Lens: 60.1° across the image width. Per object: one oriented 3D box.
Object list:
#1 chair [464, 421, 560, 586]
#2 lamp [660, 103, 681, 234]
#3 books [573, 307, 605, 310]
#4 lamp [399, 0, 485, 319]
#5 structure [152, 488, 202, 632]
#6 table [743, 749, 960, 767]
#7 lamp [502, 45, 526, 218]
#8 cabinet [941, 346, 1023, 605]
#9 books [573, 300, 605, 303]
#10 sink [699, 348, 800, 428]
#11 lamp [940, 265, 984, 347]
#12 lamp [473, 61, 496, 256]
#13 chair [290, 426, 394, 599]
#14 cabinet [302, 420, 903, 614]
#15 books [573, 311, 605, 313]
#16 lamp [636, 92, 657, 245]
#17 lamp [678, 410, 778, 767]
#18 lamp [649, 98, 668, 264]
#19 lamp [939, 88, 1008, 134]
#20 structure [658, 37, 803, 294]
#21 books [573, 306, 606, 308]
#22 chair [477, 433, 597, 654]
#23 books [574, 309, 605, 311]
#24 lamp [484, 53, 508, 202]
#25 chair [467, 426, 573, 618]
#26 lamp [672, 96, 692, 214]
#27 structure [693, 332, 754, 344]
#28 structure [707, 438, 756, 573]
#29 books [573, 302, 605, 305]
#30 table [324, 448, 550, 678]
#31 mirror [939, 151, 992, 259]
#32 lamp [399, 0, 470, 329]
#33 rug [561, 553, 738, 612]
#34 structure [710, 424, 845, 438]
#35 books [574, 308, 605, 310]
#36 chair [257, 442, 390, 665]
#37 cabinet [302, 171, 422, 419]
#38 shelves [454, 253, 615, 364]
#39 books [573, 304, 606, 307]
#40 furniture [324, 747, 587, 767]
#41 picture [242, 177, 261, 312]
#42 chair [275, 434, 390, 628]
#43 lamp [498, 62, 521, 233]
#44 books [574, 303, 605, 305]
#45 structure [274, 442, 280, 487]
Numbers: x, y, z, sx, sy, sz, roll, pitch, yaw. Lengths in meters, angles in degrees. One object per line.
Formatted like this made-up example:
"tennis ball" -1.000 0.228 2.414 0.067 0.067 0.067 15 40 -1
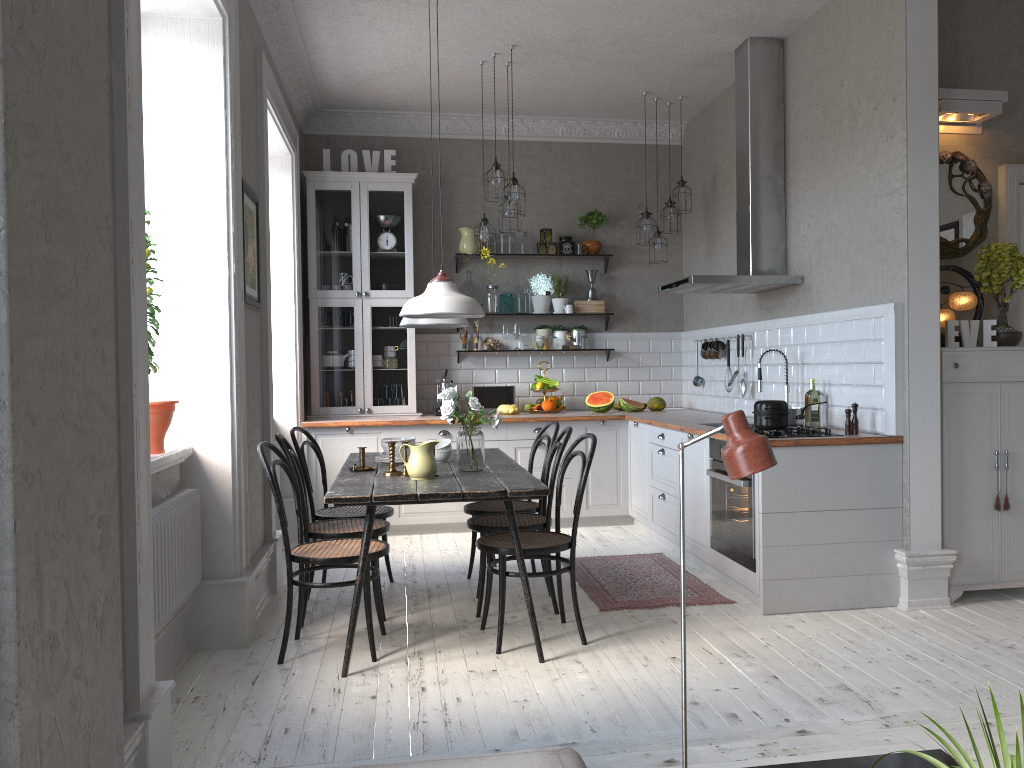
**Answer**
"chair" 0.001 0.676 5.016 0.554 0.920 0.434 -1 1 -11
"lamp" 1.244 -2.069 7.005 0.144 1.735 0.149 0 1 33
"books" 0.652 -0.640 7.486 0.262 0.011 0.157 -1 1 -3
"lamp" -0.322 -1.224 3.915 0.372 1.858 0.386 0 1 29
"structure" -1.308 0.664 3.211 0.150 0.428 1.213 -1 1 -9
"table" 0.695 1.038 1.413 0.855 0.303 1.301 -1 1 -8
"lamp" 0.000 -1.954 5.717 0.143 1.735 0.150 0 1 38
"cabinet" 2.440 0.457 4.650 0.671 1.297 0.381 -1 1 -9
"books" 0.651 -0.694 7.485 0.262 0.011 0.157 -1 1 -3
"sink" 1.448 0.141 5.362 0.532 0.720 0.483 -1 1 -9
"lamp" 2.320 -0.353 4.715 0.450 0.558 0.171 -1 1 -2
"lamp" -0.198 -1.746 6.006 0.150 1.735 0.143 -2 1 -42
"chair" -0.929 0.691 4.899 0.548 0.920 0.439 -1 1 4
"cabinet" 0.603 0.678 6.031 4.109 0.854 2.029 0 1 37
"books" 0.653 -0.607 7.487 0.262 0.011 0.157 -1 1 -3
"lamp" 1.013 -1.932 6.727 0.144 1.735 0.149 0 1 23
"lamp" 0.386 0.470 1.718 0.247 0.839 0.140 0 1 27
"lamp" 1.126 -1.813 6.882 0.150 1.735 0.143 -2 1 -37
"lamp" 2.407 -1.463 4.762 0.419 0.171 0.218 -1 1 -9
"structure" 1.380 -1.412 5.730 0.718 1.596 0.707 -1 1 -8
"books" 0.652 -0.651 7.486 0.262 0.011 0.157 -1 1 -6
"chair" 0.114 0.691 4.010 0.554 0.920 0.434 -1 1 -11
"books" 0.652 -0.618 7.486 0.260 0.016 0.158 -1 1 3
"lamp" -0.117 -2.085 5.855 0.149 1.735 0.144 -1 1 -22
"chair" 0.043 0.683 4.536 0.550 0.920 0.437 -1 1 -1
"lamp" 1.304 -2.196 6.842 0.150 1.735 0.143 -2 1 -37
"structure" 1.565 -0.339 6.645 0.095 0.053 1.078 -1 1 -7
"structure" 1.421 0.609 4.709 0.622 0.623 0.618 -1 1 -8
"books" 0.652 -0.683 7.485 0.261 0.016 0.158 -1 1 0
"table" -0.402 0.784 4.478 0.911 0.735 1.907 -1 1 -8
"mirror" 2.401 -0.985 4.849 0.536 0.593 0.070 -1 1 -10
"lamp" -0.434 -1.237 4.796 0.380 1.858 0.379 -1 1 -1
"rug" 0.716 1.114 5.092 0.741 0.014 1.280 -1 1 -8
"structure" 1.389 0.245 4.703 0.499 0.031 0.601 -1 1 -8
"books" 0.652 -0.629 7.486 0.261 0.016 0.158 -1 1 0
"chair" -0.813 0.707 3.870 0.550 0.920 0.437 -1 1 -1
"cabinet" -1.177 -0.675 7.032 0.885 1.921 0.385 -1 1 -9
"shelves" 0.186 -0.610 7.401 1.326 0.923 0.227 -1 1 -10
"books" 0.652 -0.661 7.486 0.262 0.011 0.157 -1 1 -3
"furniture" -0.087 0.952 1.407 0.587 0.476 0.822 -1 1 -8
"picture" -1.316 -0.688 4.457 0.020 0.619 0.518 -1 1 -7
"chair" -0.886 0.699 4.417 0.554 0.920 0.434 -1 1 -11
"lamp" -0.027 -1.908 6.029 0.149 1.735 0.144 -1 1 -22
"books" 0.652 -0.672 7.485 0.260 0.016 0.158 -1 1 3
"structure" -1.626 0.628 5.709 0.150 0.428 1.213 -1 1 -9
